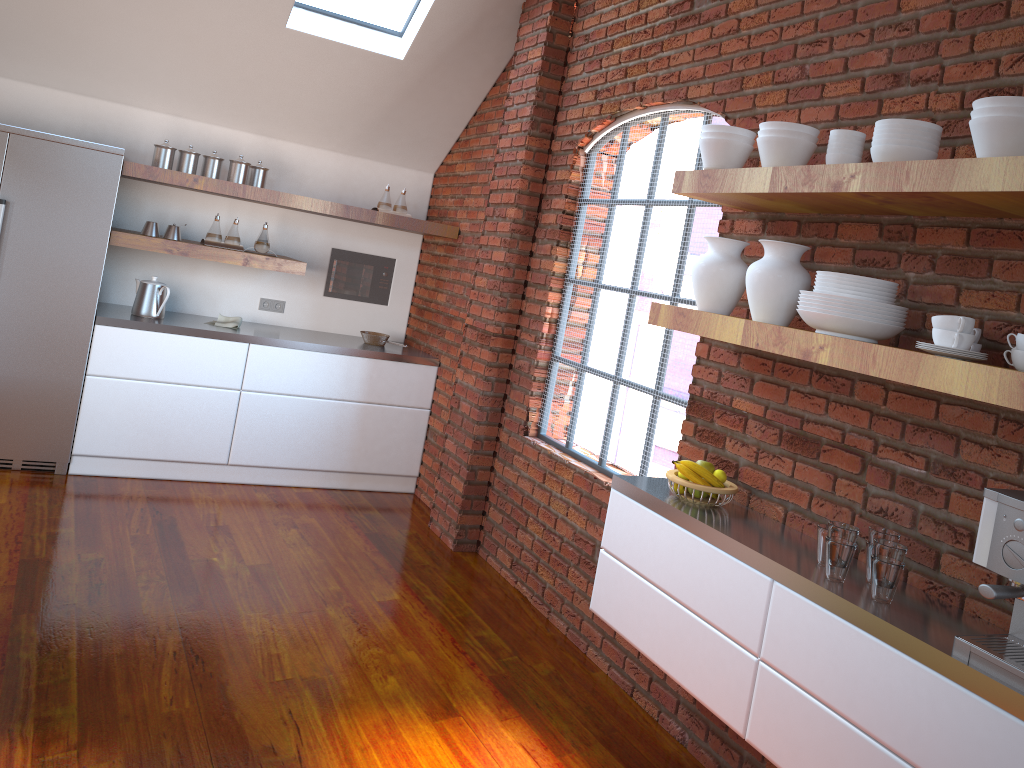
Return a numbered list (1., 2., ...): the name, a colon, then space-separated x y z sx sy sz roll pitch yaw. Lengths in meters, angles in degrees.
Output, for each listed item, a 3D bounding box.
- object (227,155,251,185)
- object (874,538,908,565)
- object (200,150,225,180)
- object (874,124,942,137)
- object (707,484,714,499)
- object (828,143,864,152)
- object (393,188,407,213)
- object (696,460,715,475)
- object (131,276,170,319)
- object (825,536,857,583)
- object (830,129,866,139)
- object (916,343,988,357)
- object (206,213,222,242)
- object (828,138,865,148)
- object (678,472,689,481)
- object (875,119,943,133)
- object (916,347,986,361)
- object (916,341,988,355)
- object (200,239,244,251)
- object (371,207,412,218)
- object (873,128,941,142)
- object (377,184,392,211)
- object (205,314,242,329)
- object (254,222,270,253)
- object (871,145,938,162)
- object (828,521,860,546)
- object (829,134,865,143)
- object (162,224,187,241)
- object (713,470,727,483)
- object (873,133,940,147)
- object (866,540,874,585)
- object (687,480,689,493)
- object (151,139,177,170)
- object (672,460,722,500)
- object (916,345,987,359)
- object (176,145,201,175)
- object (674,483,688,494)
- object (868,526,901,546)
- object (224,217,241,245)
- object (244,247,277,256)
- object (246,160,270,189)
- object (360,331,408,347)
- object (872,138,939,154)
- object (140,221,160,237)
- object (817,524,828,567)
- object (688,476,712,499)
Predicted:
1. object: -1.609 -1.264 5.185 0.126 0.177 0.130 9 3 -31
2. object: 0.912 0.440 2.140 0.077 0.104 0.079 10 3 -14
3. object: -1.775 -1.298 5.212 0.126 0.177 0.130 9 3 -31
4. object: 1.044 -0.641 2.335 0.164 0.061 0.168 6 7 -32
5. object: 0.656 0.343 2.903 0.069 0.069 0.069 9 4 -17
6. object: 0.960 -0.656 2.544 0.099 0.061 0.099 11 5 13
7. object: -0.715 -1.179 5.700 0.094 0.192 0.093 11 2 17
8. object: 0.634 0.284 2.900 0.069 0.061 0.069 10 4 -10
9. object: -2.090 -0.507 5.077 0.302 0.238 0.181 11 3 5
10. object: 0.832 0.451 2.246 0.078 0.104 0.078 10 3 4
11. object: 0.966 -0.695 2.544 0.099 0.061 0.099 11 5 13
12. object: 1.034 -0.075 2.073 0.155 0.012 0.153 13 8 24
13. object: -1.760 -0.919 5.222 0.092 0.191 0.094 10 2 -14
14. object: 0.962 -0.670 2.544 0.099 0.061 0.099 11 5 13
15. object: 0.571 0.292 2.890 0.051 0.053 0.045 8 4 -38
16. object: 1.047 -0.654 2.335 0.164 0.061 0.168 6 7 -32
17. object: 1.032 -0.067 2.073 0.155 0.012 0.153 13 8 24
18. object: 1.035 -0.079 2.073 0.155 0.012 0.153 13 8 24
19. object: -1.728 -0.831 5.247 0.222 0.033 0.198 7 8 -27
20. object: -0.778 -1.103 5.674 0.222 0.033 0.198 7 8 -27
21. object: 1.042 -0.629 2.335 0.164 0.061 0.168 6 7 -32
22. object: -0.810 -1.190 5.650 0.092 0.191 0.094 10 2 -14
23. object: -1.728 -0.383 5.292 0.203 0.061 0.197 10 7 -4
24. object: -1.519 -0.895 5.377 0.093 0.192 0.204 10 4 -17
25. object: 1.035 -0.586 2.335 0.164 0.061 0.168 6 7 -32
26. object: 0.838 0.413 2.246 0.078 0.104 0.078 10 3 4
27. object: 0.964 -0.681 2.544 0.099 0.061 0.099 11 5 13
28. object: -1.967 -0.890 5.110 0.107 0.099 0.106 11 4 16
29. object: 0.677 0.303 2.871 0.047 0.046 0.054 11 4 15
30. object: 1.040 -0.616 2.335 0.164 0.061 0.168 6 7 -32
31. object: 0.947 0.468 2.274 0.078 0.104 0.078 10 3 4
32. object: 0.592 0.323 2.929 0.075 0.075 0.072 13 5 39
33. object: -1.997 -1.317 5.051 0.126 0.177 0.130 9 3 -31
34. object: 0.593 0.314 2.824 0.177 0.094 0.064 11 3 11
35. object: 1.033 -0.070 2.073 0.155 0.012 0.153 13 8 24
36. object: -1.888 -1.307 5.130 0.126 0.177 0.130 9 3 -31
37. object: 0.553 0.338 2.883 0.046 0.046 0.055 11 4 7
38. object: 0.954 0.430 2.274 0.078 0.104 0.078 10 3 4
39. object: -1.665 -0.907 5.273 0.094 0.192 0.093 11 2 17
40. object: -1.533 -0.813 5.377 0.194 0.033 0.226 8 7 -17
41. object: -1.553 -1.278 5.372 0.126 0.177 0.130 9 3 -31
42. object: -0.845 -0.276 5.677 0.192 0.074 0.353 4 9 -45
43. object: 1.038 -0.602 2.335 0.164 0.061 0.168 6 7 -32
44. object: -2.074 -0.893 5.058 0.106 0.081 0.106 10 5 3
45. object: 0.854 0.440 2.372 0.078 0.104 0.077 12 3 34
46. object: 0.608 0.336 2.856 0.077 0.065 0.076 11 4 7
